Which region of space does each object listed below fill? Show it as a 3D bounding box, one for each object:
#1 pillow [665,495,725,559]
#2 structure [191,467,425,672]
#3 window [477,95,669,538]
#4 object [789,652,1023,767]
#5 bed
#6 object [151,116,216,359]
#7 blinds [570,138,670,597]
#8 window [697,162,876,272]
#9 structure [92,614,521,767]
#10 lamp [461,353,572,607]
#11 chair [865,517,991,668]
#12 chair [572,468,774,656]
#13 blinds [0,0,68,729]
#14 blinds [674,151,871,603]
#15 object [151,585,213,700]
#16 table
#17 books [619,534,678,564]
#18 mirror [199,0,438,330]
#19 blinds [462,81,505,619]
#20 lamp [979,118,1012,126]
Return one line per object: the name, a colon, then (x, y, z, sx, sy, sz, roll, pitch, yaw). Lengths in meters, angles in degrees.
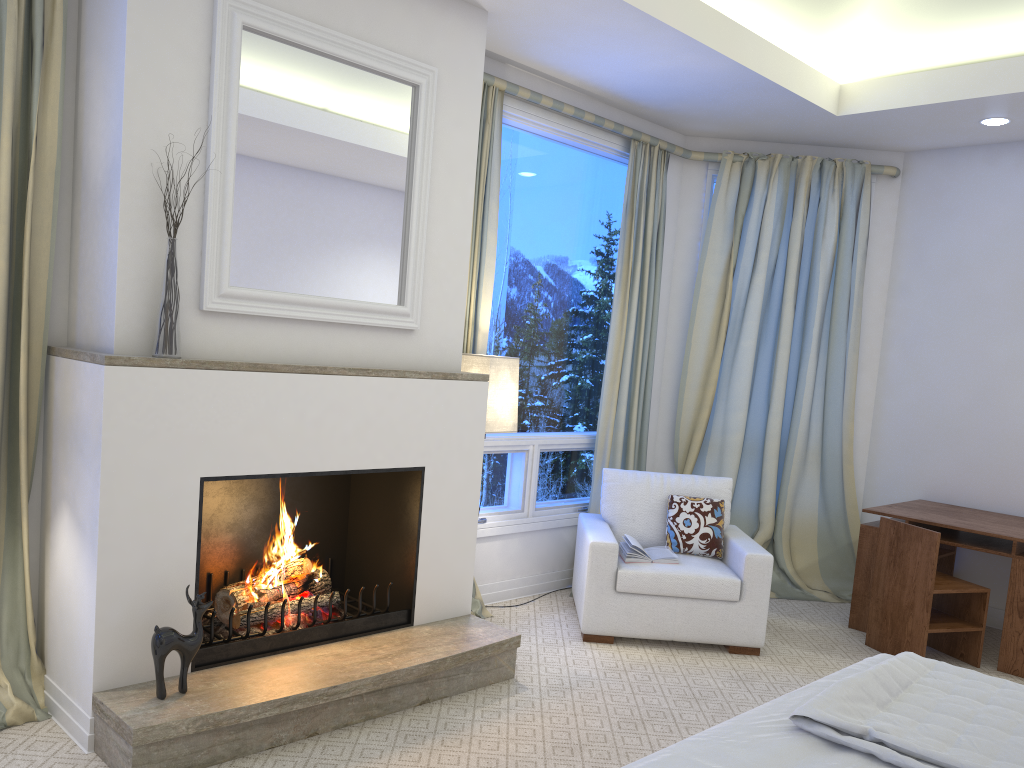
pillow: (0.861, 0.669, 4.154, 0.275, 0.274, 0.135, 5, 5, -1)
structure: (-0.823, 0.579, 3.175, 0.875, 0.618, 0.473, 1, 5, -45)
window: (0.179, -0.277, 4.488, 1.513, 2.036, 0.205, 0, 7, -45)
object: (1.064, 0.902, 1.902, 0.715, 0.468, 0.913, 8, 4, 41)
bed: (1.122, 0.888, 1.195, 2.011, 0.818, 1.969, 7, 4, 44)
object: (-0.948, -0.419, 2.548, 0.193, 0.696, 0.188, 3, 5, -17)
blinds: (0.699, -0.085, 4.684, 0.294, 2.401, 0.779, 9, 7, 40)
window: (-0.658, -0.284, 2.997, 6.846, 2.035, 0.810, 2, 5, -45)
structure: (-0.574, 1.001, 2.931, 1.455, 0.173, 0.328, 2, 4, -45)
lamp: (0.410, 0.488, 4.709, 0.318, 1.212, 2.361, 8, 4, 34)
chair: (1.891, 0.937, 4.011, 0.340, 0.613, 0.338, 3, 5, -20)
chair: (0.724, 0.789, 4.132, 0.806, 0.708, 0.685, 5, 4, 0)
blinds: (-1.536, -0.167, 2.505, 0.660, 2.379, 0.227, 0, 7, -40)
blinds: (1.394, -0.051, 4.878, 1.770, 2.430, 0.294, 5, 5, 2)
object: (-0.947, 0.746, 2.555, 0.096, 0.309, 0.179, 8, 6, 32)
table: (2.271, 0.961, 4.317, 0.740, 0.603, 0.896, 1, 5, -45)
books: (0.611, 0.742, 3.971, 0.237, 0.089, 0.192, 5, 3, -4)
mirror: (-0.608, -0.681, 2.944, 0.840, 0.945, 0.038, 1, 7, -45)
blinds: (-0.210, -0.130, 3.874, 0.480, 2.411, 0.162, -1, 7, -44)
lamp: (2.300, -1.243, 4.217, 0.137, 0.014, 0.137, 5, 3, 17)
